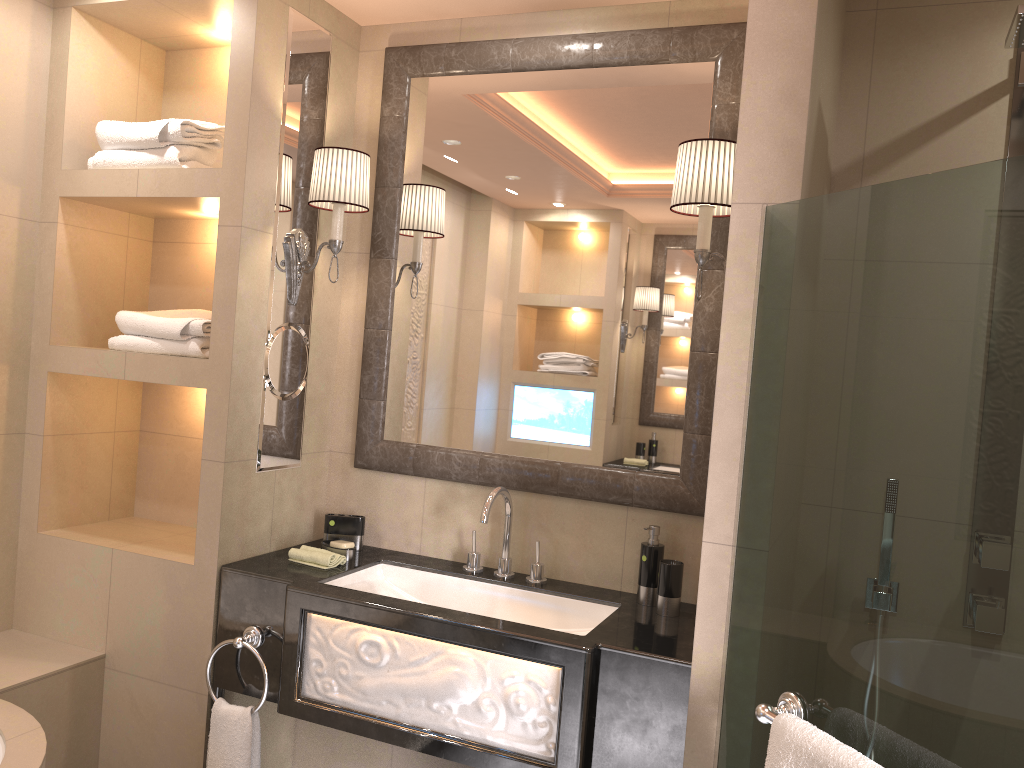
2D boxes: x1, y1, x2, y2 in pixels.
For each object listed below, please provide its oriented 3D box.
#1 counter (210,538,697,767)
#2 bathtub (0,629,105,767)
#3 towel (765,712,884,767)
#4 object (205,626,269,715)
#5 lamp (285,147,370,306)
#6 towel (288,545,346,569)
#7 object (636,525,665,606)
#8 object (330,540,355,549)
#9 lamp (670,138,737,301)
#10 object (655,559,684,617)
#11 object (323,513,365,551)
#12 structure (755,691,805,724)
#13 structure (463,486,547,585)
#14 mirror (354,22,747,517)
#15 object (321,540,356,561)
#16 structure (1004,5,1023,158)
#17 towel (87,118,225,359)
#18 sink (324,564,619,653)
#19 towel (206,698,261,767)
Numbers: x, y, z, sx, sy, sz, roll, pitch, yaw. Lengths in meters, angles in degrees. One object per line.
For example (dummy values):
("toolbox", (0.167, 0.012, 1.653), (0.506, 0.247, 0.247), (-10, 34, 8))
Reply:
("counter", (-0.134, 0.978, 2.374), (1.330, 0.858, 0.543), (5, 2, 22))
("bathtub", (-1.708, 1.040, 1.342), (1.060, 0.540, 2.662), (5, 2, 22))
("towel", (0.485, 0.841, 1.289), (0.154, 0.629, 0.313), (4, 2, -34))
("object", (-0.709, 0.756, 2.332), (0.203, 0.226, 0.074), (5, 2, 22))
("lamp", (-0.526, -0.443, 2.560), (0.223, 0.444, 0.174), (5, 2, 22))
("towel", (-0.557, 0.491, 2.535), (0.149, 0.039, 0.096), (5, 2, 29))
("object", (0.373, 0.484, 2.378), (0.063, 0.208, 0.063), (5, 2, 4))
("object", (-0.501, 0.474, 2.616), (0.077, 0.022, 0.051), (6, 2, 42))
("lamp", (0.488, -0.350, 2.140), (0.223, 0.444, 0.174), (5, 2, 22))
("object", (0.407, 0.526, 2.289), (0.063, 0.134, 0.063), (4, 2, -35))
("object", (-0.516, 0.456, 2.728), (0.124, 0.104, 0.038), (4, 2, -3))
("structure", (0.500, 0.549, 1.291), (0.074, 0.061, 0.415), (4, 2, -22))
("structure", (-0.041, 0.417, 2.526), (0.242, 0.268, 0.223), (4, 2, -33))
("mirror", (0.072, -0.346, 2.569), (1.130, 1.320, 0.040), (5, 2, 22))
("object", (-0.515, 0.493, 2.630), (0.133, 0.035, 0.080), (6, 2, 41))
("structure", (1.042, -0.108, 1.934), (0.311, 1.409, 0.506), (5, 2, 12))
("towel", (-1.584, -0.456, 1.316), (0.517, 0.726, 3.195), (5, 2, 23))
("sink", (-0.116, 0.630, 2.342), (0.760, 0.135, 0.349), (5, 2, 22))
("towel", (-0.741, 1.055, 2.312), (0.173, 0.455, 0.116), (5, 2, 4))
